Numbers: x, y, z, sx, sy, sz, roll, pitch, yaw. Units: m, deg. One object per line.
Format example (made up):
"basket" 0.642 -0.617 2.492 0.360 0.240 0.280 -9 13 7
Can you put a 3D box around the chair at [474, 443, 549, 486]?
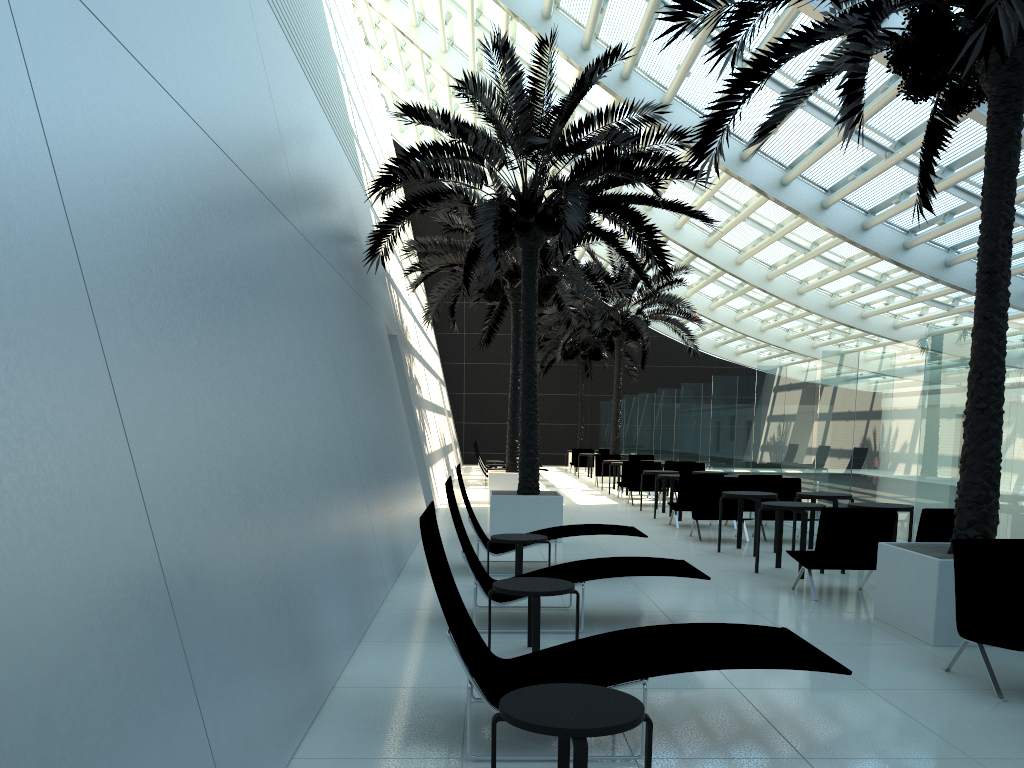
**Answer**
"chair" -0.030 2.194 23.800 2.036 1.172 0.911 1 4 -2

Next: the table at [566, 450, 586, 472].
"table" 2.376 2.854 32.293 0.677 0.790 0.675 -2 4 -44

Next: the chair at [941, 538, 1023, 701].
"chair" 3.239 1.438 5.330 0.716 0.898 0.878 1 2 -2

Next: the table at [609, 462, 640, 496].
"table" 2.729 2.287 21.042 0.676 0.790 0.676 3 4 41

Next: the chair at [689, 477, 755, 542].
"chair" 3.013 1.801 12.525 0.716 0.898 0.878 1 2 -2

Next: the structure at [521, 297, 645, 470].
"structure" 2.834 -0.186 33.665 4.451 7.102 4.755 -1 5 -23

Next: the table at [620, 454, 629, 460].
"table" 3.485 2.658 28.157 0.676 0.790 0.675 3 4 36

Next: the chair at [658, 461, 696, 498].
"chair" 3.729 2.184 19.892 0.716 0.898 0.878 1 2 -2

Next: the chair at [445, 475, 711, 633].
"chair" 0.495 1.350 7.069 2.036 1.172 0.911 1 4 -2

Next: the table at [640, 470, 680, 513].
"table" 2.869 2.077 16.875 0.676 0.790 0.675 3 4 36

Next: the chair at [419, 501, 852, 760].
"chair" 0.575 1.221 4.502 2.036 1.172 0.911 1 4 -2

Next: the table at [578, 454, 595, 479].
"table" 2.516 2.644 28.125 0.676 0.790 0.675 3 4 36

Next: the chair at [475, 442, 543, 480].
"chair" -0.111 2.323 26.367 2.036 1.172 0.911 1 4 -2

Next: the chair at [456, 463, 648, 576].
"chair" 0.414 1.480 9.635 2.036 1.172 0.911 1 4 -2

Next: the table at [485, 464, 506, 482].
"table" -0.461 2.588 25.237 0.551 0.523 0.551 3 3 41

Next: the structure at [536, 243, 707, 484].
"structure" 3.063 -0.596 25.537 4.823 7.104 4.386 0 5 -8

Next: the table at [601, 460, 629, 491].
"table" 2.693 2.359 22.471 0.676 0.790 0.675 3 4 36

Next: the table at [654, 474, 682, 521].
"table" 2.906 2.003 15.412 0.676 0.790 0.676 3 4 41

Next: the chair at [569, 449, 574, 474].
"chair" 2.444 2.738 31.113 0.716 0.898 0.878 1 2 -2

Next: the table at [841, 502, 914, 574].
"table" 4.056 1.725 9.662 0.676 0.790 0.676 3 4 41

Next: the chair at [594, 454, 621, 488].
"chair" 2.661 2.366 23.739 0.716 0.898 0.878 1 2 -2

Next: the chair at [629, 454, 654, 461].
"chair" 3.593 2.380 23.769 0.716 0.898 0.878 1 2 -2

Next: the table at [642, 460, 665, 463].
"table" 3.663 2.373 22.502 0.676 0.790 0.675 3 4 36

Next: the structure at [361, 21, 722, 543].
"structure" 0.330 -1.224 12.050 4.635 6.915 4.229 -1 5 -23

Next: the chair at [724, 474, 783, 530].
"chair" 3.906 1.901 14.262 0.716 0.898 0.878 1 2 -2

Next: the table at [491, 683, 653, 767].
"table" 0.225 1.486 3.372 0.551 0.523 0.551 3 3 41

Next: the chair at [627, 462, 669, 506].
"chair" 2.836 2.085 18.168 0.716 0.898 0.878 1 2 -2

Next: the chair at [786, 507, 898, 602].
"chair" 3.155 1.596 8.450 0.716 0.898 0.878 1 2 -2

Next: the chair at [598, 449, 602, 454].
"chair" 3.376 2.752 31.143 0.716 0.898 0.878 1 2 -2

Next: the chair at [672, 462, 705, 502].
"chair" 3.768 2.099 18.198 0.716 0.898 0.878 1 2 -2

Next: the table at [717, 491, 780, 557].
"table" 3.046 1.793 11.244 0.676 0.790 0.675 3 4 36

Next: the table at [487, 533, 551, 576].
"table" 0.064 1.745 8.505 0.551 0.523 0.551 3 3 41

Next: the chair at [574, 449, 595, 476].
"chair" 2.483 2.653 29.418 0.716 0.898 0.878 1 2 -2

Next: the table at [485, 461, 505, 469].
"table" -0.544 2.721 27.883 0.551 0.523 0.551 3 3 41

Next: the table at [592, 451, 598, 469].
"table" 3.345 2.868 32.325 0.677 0.790 0.675 -2 4 -44

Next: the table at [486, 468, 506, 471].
"table" -0.380 2.459 22.670 0.551 0.523 0.551 2 3 36

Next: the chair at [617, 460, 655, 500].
"chair" 2.797 2.171 19.862 0.716 0.898 0.878 1 2 -2

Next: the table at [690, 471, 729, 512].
"table" 3.838 2.091 16.906 0.676 0.790 0.675 3 4 36

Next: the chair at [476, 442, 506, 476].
"chair" -0.194 2.457 29.013 2.036 1.172 0.911 1 4 -2

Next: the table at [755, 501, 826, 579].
"table" 3.087 1.711 9.630 0.676 0.790 0.676 3 4 41

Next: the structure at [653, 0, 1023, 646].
"structure" 3.668 -1.559 6.434 4.813 7.104 4.394 2 5 17

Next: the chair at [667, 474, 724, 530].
"chair" 2.974 1.887 14.231 0.716 0.898 0.878 1 2 -2

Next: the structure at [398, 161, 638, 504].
"structure" -0.063 -0.955 18.027 4.268 6.976 4.595 4 5 32

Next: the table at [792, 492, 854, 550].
"table" 4.015 1.807 11.276 0.676 0.790 0.675 3 4 36

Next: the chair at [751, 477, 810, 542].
"chair" 3.945 1.814 12.555 0.716 0.898 0.878 1 2 -2

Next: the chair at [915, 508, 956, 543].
"chair" 4.087 1.609 8.480 0.716 0.898 0.878 1 2 -2

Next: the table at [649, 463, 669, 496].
"table" 3.698 2.301 21.074 0.676 0.790 0.676 3 4 41

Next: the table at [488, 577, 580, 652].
"table" 0.145 1.615 5.939 0.551 0.523 0.551 3 3 41

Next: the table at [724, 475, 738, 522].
"table" 3.875 2.017 15.443 0.676 0.790 0.676 3 4 41

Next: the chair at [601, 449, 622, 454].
"chair" 3.415 2.666 29.448 0.716 0.898 0.878 1 2 -2
